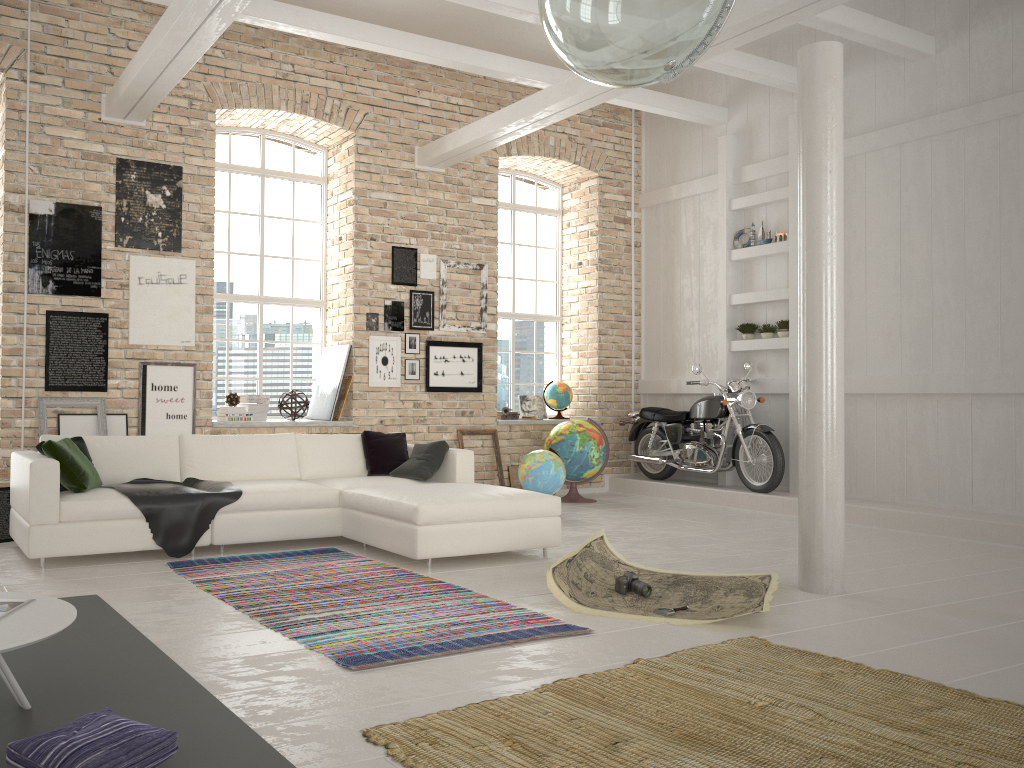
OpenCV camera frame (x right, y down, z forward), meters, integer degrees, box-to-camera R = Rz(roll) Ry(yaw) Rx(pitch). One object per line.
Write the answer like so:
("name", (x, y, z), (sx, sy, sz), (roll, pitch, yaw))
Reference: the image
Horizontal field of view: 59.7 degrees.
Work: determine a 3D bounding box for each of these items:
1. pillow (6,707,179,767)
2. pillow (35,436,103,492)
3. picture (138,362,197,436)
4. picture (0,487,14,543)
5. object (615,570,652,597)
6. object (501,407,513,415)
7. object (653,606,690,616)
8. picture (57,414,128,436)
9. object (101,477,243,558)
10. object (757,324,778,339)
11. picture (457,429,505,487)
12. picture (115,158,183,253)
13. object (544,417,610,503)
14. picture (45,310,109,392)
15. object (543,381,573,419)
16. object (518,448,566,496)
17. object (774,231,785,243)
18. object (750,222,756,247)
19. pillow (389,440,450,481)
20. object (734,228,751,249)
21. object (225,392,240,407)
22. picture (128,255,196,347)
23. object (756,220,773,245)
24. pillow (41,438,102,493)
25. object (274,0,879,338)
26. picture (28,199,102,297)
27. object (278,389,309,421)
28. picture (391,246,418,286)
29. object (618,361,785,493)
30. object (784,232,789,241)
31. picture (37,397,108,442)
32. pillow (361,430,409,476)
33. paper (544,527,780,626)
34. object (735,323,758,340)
("pillow", (-1.179, 1.048, 2.509), (0.377, 0.164, 0.331), (0, -1, 33))
("pillow", (-3.055, 0.551, 6.158), (0.324, 0.365, 0.398), (0, -1, 13))
("picture", (-3.071, 0.187, 7.949), (0.488, 0.756, 0.013), (1, -1, -31))
("picture", (-3.784, 0.966, 6.540), (0.205, 0.404, 0.309), (-1, -1, 35))
("object", (0.674, 1.098, 4.901), (0.140, 0.124, 0.179), (1, -1, -33))
("object", (-0.051, 0.304, 10.090), (0.096, 0.090, 0.468), (0, -1, 6))
("object", (0.824, 1.142, 4.503), (0.213, 0.019, 0.103), (1, -1, -36))
("picture", (-3.553, 0.537, 7.577), (0.542, 0.568, 0.156), (1, -1, -31))
("object", (-2.383, 0.912, 6.184), (0.840, 0.464, 0.824), (1, -1, -35))
("object", (2.616, -0.540, 9.129), (0.216, 0.158, 0.239), (1, -1, -41))
("picture", (-0.317, 0.861, 9.457), (0.476, 0.748, 0.236), (1, -1, -32))
("picture", (-3.221, -1.579, 7.914), (0.554, 0.783, 0.039), (1, -1, -31))
("object", (0.672, 0.817, 9.511), (0.697, 0.924, 0.613), (0, -1, 33))
("picture", (-3.709, -0.275, 7.600), (0.481, 0.681, 0.068), (1, -1, -31))
("object", (0.549, 0.191, 10.486), (0.312, 0.465, 0.347), (1, -1, -28))
("object", (0.281, 0.918, 8.403), (0.458, 0.631, 0.438), (0, -1, 8))
("object", (2.716, -1.485, 9.038), (0.103, 0.120, 0.111), (1, -1, -15))
("object", (2.517, -1.558, 9.316), (0.069, 0.267, 0.065), (0, -1, 11))
("pillow", (-0.734, 0.597, 7.092), (0.318, 0.305, 0.444), (1, -1, -43))
("object", (2.457, -1.537, 9.444), (0.066, 0.229, 0.250), (1, -2, -43))
("object", (-2.648, 0.147, 8.457), (0.141, 0.137, 0.145), (1, -1, -6))
("picture", (-3.112, -0.733, 7.940), (0.555, 0.784, 0.039), (1, -1, -31))
("object", (2.592, -1.557, 9.155), (0.061, 0.261, 0.243), (1, -1, -21))
("pillow", (-2.910, 0.532, 5.898), (0.300, 0.343, 0.423), (1, -1, -9))
("object", (0.469, -1.233, 4.021), (9.534, 4.798, 12.577), (1, -1, -33))
("picture", (-3.783, -1.143, 7.555), (0.556, 0.785, 0.039), (1, -1, -31))
("object", (-2.133, 0.207, 8.699), (0.285, 0.307, 0.327), (1, -2, -42))
("picture", (-1.102, -1.207, 9.149), (0.278, 0.394, 0.019), (1, -1, -31))
("object", (1.987, 0.423, 9.458), (0.762, 1.328, 2.311), (1, -1, -39))
("object", (2.784, -1.470, 8.937), (0.110, 0.088, 0.103), (0, -1, 8))
("picture", (-3.654, 0.404, 7.437), (0.512, 0.582, 0.300), (1, -1, -32))
("pillow", (-1.041, 0.582, 7.422), (0.402, 0.390, 0.257), (1, -1, -31))
("paper", (0.892, 1.031, 4.924), (1.115, 0.265, 1.394), (0, -1, 21))
("object", (2.459, -0.549, 9.321), (0.243, 0.180, 0.238), (0, -1, 28))
